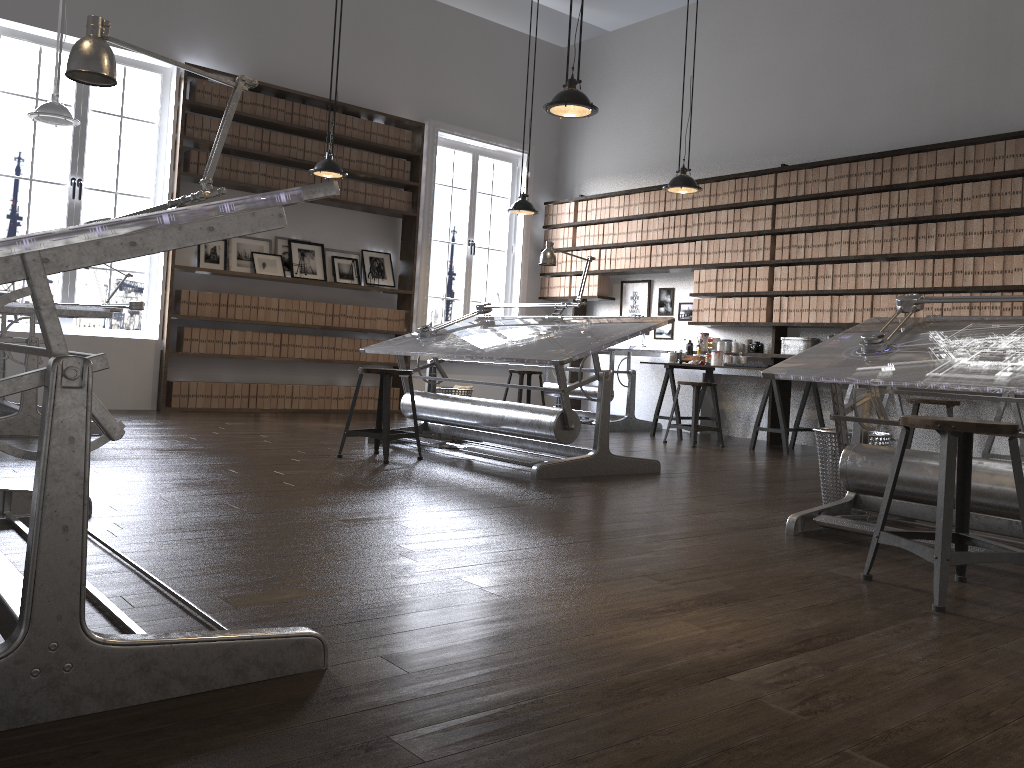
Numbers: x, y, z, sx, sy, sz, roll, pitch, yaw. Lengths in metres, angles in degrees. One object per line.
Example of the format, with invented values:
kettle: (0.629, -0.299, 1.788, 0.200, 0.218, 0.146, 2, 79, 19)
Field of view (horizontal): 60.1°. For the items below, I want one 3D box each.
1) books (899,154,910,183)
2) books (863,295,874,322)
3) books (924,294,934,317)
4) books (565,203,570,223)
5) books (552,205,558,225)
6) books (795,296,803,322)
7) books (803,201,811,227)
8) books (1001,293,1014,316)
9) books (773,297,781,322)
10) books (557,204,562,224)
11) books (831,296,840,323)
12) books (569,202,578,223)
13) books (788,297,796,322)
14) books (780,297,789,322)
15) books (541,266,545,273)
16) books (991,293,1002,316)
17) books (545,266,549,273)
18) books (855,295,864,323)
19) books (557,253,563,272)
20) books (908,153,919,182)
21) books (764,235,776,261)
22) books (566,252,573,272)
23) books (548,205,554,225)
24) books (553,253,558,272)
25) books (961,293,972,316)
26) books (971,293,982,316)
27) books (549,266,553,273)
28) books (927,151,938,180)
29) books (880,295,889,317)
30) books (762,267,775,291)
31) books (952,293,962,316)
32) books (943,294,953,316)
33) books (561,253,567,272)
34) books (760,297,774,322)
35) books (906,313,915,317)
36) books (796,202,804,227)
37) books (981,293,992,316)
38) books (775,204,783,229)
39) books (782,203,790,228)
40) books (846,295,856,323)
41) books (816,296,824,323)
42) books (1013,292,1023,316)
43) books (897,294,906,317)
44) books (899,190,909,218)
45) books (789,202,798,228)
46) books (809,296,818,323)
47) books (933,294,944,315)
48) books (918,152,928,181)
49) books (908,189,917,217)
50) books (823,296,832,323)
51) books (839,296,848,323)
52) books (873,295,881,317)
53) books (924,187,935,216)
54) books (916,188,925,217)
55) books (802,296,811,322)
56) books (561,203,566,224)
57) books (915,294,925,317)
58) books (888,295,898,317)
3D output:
books: (3.122, -1.673, 6.961, 0.174, 0.226, 0.067, 4, -1, -39)
books: (2.905, -0.595, 7.124, 0.174, 0.226, 0.067, 4, -1, -39)
books: (3.217, -0.566, 6.750, 0.174, 0.226, 0.067, 4, -1, -39)
books: (0.684, -1.908, 9.945, 0.174, 0.226, 0.067, 4, -1, -39)
books: (0.553, -1.921, 10.109, 0.174, 0.226, 0.067, 4, -1, -39)
books: (2.511, -0.632, 7.613, 0.174, 0.226, 0.067, 4, -1, -39)
books: (2.580, -1.446, 7.606, 0.174, 0.226, 0.067, 4, -1, -39)
books: (3.568, -0.533, 6.323, 0.174, 0.226, 0.067, 4, -1, -39)
books: (2.373, -0.645, 7.773, 0.174, 0.226, 0.067, 4, -1, -39)
books: (0.600, -1.916, 10.057, 0.174, 0.226, 0.067, 4, -1, -39)
books: (2.727, -0.612, 7.350, 0.174, 0.226, 0.067, 4, -1, -39)
books: (0.732, -1.904, 9.890, 0.174, 0.226, 0.067, 4, -1, -39)
books: (2.468, -0.637, 7.668, 0.174, 0.226, 0.067, 4, -1, -39)
books: (2.421, -0.641, 7.719, 0.174, 0.226, 0.067, 4, -1, -39)
books: (0.420, -1.379, 10.213, 0.174, 0.226, 0.067, 4, -1, -39)
books: (3.519, -0.537, 6.375, 0.174, 0.226, 0.067, 4, -1, -39)
books: (0.468, -1.375, 10.165, 0.174, 0.226, 0.067, 4, -1, -39)
books: (2.862, -0.599, 7.186, 0.174, 0.226, 0.067, 4, -1, -39)
books: (0.603, -1.363, 10.001, 0.174, 0.226, 0.067, 4, -1, -39)
books: (3.171, -1.669, 6.907, 0.174, 0.226, 0.067, 4, -1, -39)
books: (2.327, -1.200, 7.893, 0.174, 0.226, 0.067, 4, -1, -39)
books: (0.697, -1.354, 9.885, 0.174, 0.226, 0.067, 4, -1, -39)
books: (0.505, -1.925, 10.163, 0.174, 0.226, 0.067, 4, -1, -39)
books: (0.554, -1.367, 10.053, 0.174, 0.226, 0.067, 4, -1, -39)
books: (3.385, -0.550, 6.536, 0.174, 0.226, 0.067, 4, -1, -39)
books: (3.432, -0.546, 6.487, 0.174, 0.226, 0.067, 4, -1, -39)
books: (0.513, -1.371, 10.110, 0.174, 0.226, 0.067, 4, -1, -39)
books: (3.261, -1.660, 6.801, 0.174, 0.226, 0.067, 4, -1, -39)
books: (2.996, -0.587, 7.018, 0.174, 0.226, 0.067, 4, -1, -39)
books: (2.307, -0.923, 7.879, 0.174, 0.226, 0.067, 4, -1, -39)
books: (3.347, -0.554, 6.590, 0.174, 0.226, 0.067, 4, -1, -39)
books: (3.305, -0.558, 6.638, 0.174, 0.226, 0.067, 4, -1, -39)
books: (0.646, -1.358, 9.939, 0.174, 0.226, 0.067, 4, -1, -39)
books: (2.290, -0.653, 7.877, 0.174, 0.226, 0.067, 4, -1, -39)
books: (3.127, -0.574, 6.857, 0.174, 0.226, 0.067, 4, -1, -39)
books: (2.539, -1.449, 7.653, 0.174, 0.226, 0.067, 4, -1, -39)
books: (3.477, -0.542, 6.432, 0.174, 0.226, 0.067, 4, -1, -39)
books: (2.408, -1.462, 7.820, 0.174, 0.226, 0.067, 4, -1, -39)
books: (2.450, -1.458, 7.765, 0.174, 0.226, 0.067, 4, -1, -39)
books: (2.813, -0.604, 7.238, 0.174, 0.226, 0.067, 4, -1, -39)
books: (2.641, -0.620, 7.453, 0.174, 0.226, 0.067, 4, -1, -39)
books: (3.611, -0.529, 6.261, 0.174, 0.226, 0.067, 4, -1, -39)
books: (3.078, -0.579, 6.910, 0.174, 0.226, 0.067, 4, -1, -39)
books: (3.112, -1.396, 6.950, 0.174, 0.226, 0.067, 4, -1, -39)
books: (2.492, -1.454, 7.708, 0.174, 0.226, 0.067, 4, -1, -39)
books: (2.600, -0.624, 7.501, 0.174, 0.226, 0.067, 4, -1, -39)
books: (3.258, -0.562, 6.693, 0.174, 0.226, 0.067, 4, -1, -39)
books: (3.218, -1.664, 6.856, 0.174, 0.226, 0.067, 4, -1, -39)
books: (3.159, -1.391, 6.895, 0.174, 0.226, 0.067, 4, -1, -39)
books: (2.680, -0.616, 7.399, 0.174, 0.226, 0.067, 4, -1, -39)
books: (2.772, -0.608, 7.295, 0.174, 0.226, 0.067, 4, -1, -39)
books: (2.956, -0.591, 7.070, 0.174, 0.226, 0.067, 4, -1, -39)
books: (3.239, -1.383, 6.793, 0.174, 0.226, 0.067, 4, -1, -39)
books: (3.200, -1.387, 6.847, 0.174, 0.226, 0.067, 4, -1, -39)
books: (2.552, -0.628, 7.556, 0.174, 0.226, 0.067, 4, -1, -39)
books: (0.643, -1.912, 10.002, 0.174, 0.226, 0.067, 4, -1, -39)
books: (3.174, -0.570, 6.805, 0.174, 0.226, 0.067, 4, -1, -39)
books: (3.032, -0.583, 6.966, 0.174, 0.226, 0.067, 4, -1, -39)
